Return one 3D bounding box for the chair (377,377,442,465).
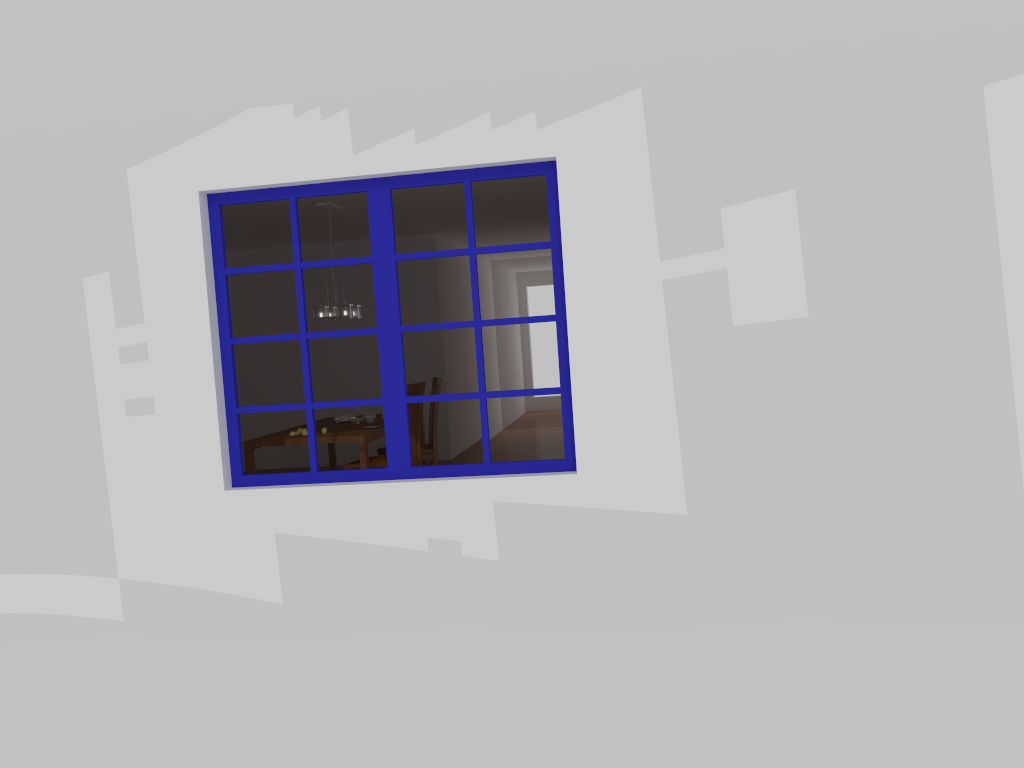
[{"bbox_3d":[-0.839,0.493,7.429,0.574,1.063,0.444,-5,3,-12],"label":"chair"}]

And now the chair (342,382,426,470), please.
[{"bbox_3d":[-0.934,0.535,6.739,0.574,1.063,0.444,-3,3,18],"label":"chair"}]

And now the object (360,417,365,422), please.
[{"bbox_3d":[-1.220,0.289,7.276,0.055,0.044,0.048,-5,3,-12],"label":"object"}]

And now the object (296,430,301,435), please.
[{"bbox_3d":[-1.577,0.361,6.546,0.033,0.036,0.039,-7,4,-44],"label":"object"}]

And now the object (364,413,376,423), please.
[{"bbox_3d":[-1.151,0.277,7.195,0.096,0.079,0.096,-4,3,3],"label":"object"}]

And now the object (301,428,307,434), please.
[{"bbox_3d":[-1.529,0.350,6.519,0.039,0.049,0.039,-3,3,16],"label":"object"}]

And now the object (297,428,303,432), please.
[{"bbox_3d":[-1.584,0.347,6.634,0.042,0.038,0.043,-5,3,-16],"label":"object"}]

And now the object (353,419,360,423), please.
[{"bbox_3d":[-1.268,0.299,7.253,0.060,0.033,0.048,-4,3,7],"label":"object"}]

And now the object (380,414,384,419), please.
[{"bbox_3d":[-1.083,0.277,7.513,0.065,0.037,0.065,-3,3,21],"label":"object"}]

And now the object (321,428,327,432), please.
[{"bbox_3d":[-1.395,0.344,6.589,0.042,0.041,0.041,-5,3,-17],"label":"object"}]

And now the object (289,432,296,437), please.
[{"bbox_3d":[-1.599,0.366,6.466,0.043,0.038,0.043,-4,3,-3],"label":"object"}]

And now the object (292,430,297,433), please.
[{"bbox_3d":[-1.582,0.359,6.618,0.091,0.032,0.092,-4,3,8],"label":"object"}]

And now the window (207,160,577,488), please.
[{"bbox_3d":[-0.581,-0.257,4.210,1.699,1.430,0.035,-4,3,8],"label":"window"}]

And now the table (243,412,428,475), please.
[{"bbox_3d":[-1.339,0.700,7.213,0.900,0.740,1.800,-4,3,8],"label":"table"}]

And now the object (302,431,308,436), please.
[{"bbox_3d":[-1.500,0.360,6.432,0.043,0.038,0.043,-4,3,-3],"label":"object"}]

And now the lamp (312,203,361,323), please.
[{"bbox_3d":[-1.430,-0.962,7.102,0.304,0.919,0.304,-4,3,8],"label":"lamp"}]

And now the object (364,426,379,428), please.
[{"bbox_3d":[-1.070,0.330,6.755,0.108,0.008,0.108,-5,3,-27],"label":"object"}]

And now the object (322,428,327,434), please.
[{"bbox_3d":[-1.375,0.345,6.499,0.039,0.053,0.038,-1,4,43],"label":"object"}]

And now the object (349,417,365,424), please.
[{"bbox_3d":[-1.263,0.300,7.277,0.151,0.041,0.151,-6,4,-32],"label":"object"}]

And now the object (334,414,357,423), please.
[{"bbox_3d":[-1.406,0.288,7.485,0.176,0.062,0.195,-4,3,-7],"label":"object"}]

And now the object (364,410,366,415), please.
[{"bbox_3d":[-1.190,0.249,7.196,0.015,0.075,0.010,-4,3,8],"label":"object"}]

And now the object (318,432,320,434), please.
[{"bbox_3d":[-1.425,0.362,6.545,0.014,0.012,0.014,-3,3,12],"label":"object"}]
